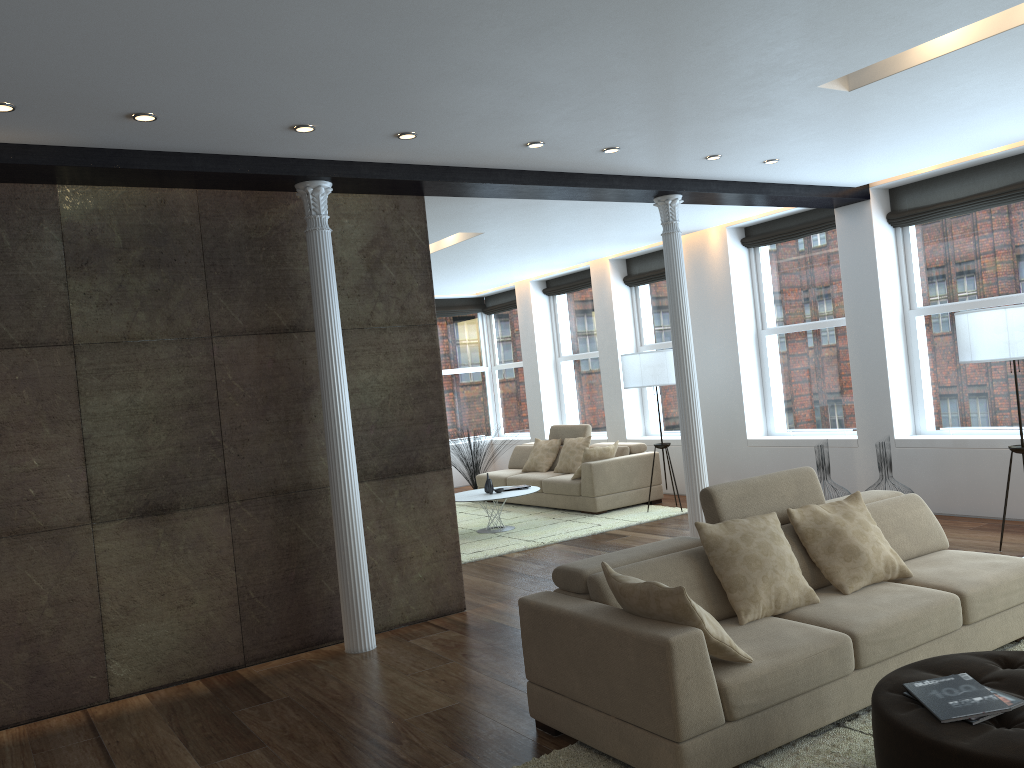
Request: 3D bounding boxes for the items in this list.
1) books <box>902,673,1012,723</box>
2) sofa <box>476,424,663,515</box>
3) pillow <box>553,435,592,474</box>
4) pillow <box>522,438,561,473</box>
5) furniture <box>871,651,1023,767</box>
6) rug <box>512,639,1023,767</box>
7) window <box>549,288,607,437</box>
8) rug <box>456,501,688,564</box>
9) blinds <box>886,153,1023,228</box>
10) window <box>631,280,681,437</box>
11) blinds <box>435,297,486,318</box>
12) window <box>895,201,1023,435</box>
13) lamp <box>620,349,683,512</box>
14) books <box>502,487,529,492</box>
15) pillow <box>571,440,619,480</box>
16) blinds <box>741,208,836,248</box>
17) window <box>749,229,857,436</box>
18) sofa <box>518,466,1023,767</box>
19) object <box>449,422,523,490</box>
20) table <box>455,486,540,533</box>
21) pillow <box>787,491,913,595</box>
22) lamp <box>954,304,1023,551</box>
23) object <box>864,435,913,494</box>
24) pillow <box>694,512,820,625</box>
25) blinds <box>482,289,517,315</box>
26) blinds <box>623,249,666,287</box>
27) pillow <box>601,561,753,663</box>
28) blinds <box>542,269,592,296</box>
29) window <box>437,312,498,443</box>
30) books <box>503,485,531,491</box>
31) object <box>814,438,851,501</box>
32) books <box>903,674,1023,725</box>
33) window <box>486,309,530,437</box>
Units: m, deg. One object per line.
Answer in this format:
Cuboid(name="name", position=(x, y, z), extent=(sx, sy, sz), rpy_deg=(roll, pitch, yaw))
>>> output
Cuboid(name="books", position=(1.449, 1.025, 2.905), extent=(0.220, 0.040, 0.301), rpy_deg=(-6, 0, 2))
Cuboid(name="sofa", position=(0.601, 1.005, 11.003), extent=(1.018, 0.950, 2.581), rpy_deg=(-6, 0, -32))
Cuboid(name="pillow", position=(0.734, 0.861, 10.794), extent=(0.301, 0.439, 0.534), rpy_deg=(-6, 0, -36))
Cuboid(name="pillow", position=(0.391, 0.906, 11.315), extent=(0.368, 0.416, 0.519), rpy_deg=(-6, 0, -37))
Cuboid(name="furniture", position=(1.739, 1.182, 2.873), extent=(1.057, 0.355, 1.057), rpy_deg=(-6, 0, -31))
Cuboid(name="rug", position=(2.486, 1.292, 3.366), extent=(4.231, 0.020, 2.972), rpy_deg=(-6, 0, -32))
Cuboid(name="window", position=(1.050, -0.376, 12.529), extent=(0.123, 2.400, 1.444), rpy_deg=(-6, 0, -32))
Cuboid(name="rug", position=(-0.424, 1.577, 10.340), extent=(2.972, 0.020, 4.231), rpy_deg=(-6, 0, -32))
Cuboid(name="blinds", position=(3.913, -1.678, 7.698), extent=(0.183, 0.395, 1.431), rpy_deg=(-6, 0, -32))
Cuboid(name="window", position=(2.009, -0.471, 11.015), extent=(0.123, 2.400, 1.345), rpy_deg=(-6, 0, -32))
Cuboid(name="blinds", position=(-1.042, -1.227, 14.224), extent=(1.442, 0.312, 0.155), rpy_deg=(-6, 0, -32))
Cuboid(name="window", position=(4.081, -0.676, 7.741), extent=(0.123, 2.400, 1.432), rpy_deg=(-6, 0, -32))
Cuboid(name="lamp", position=(1.597, 0.511, 9.507), extent=(0.698, 1.728, 0.698), rpy_deg=(-6, 0, -9))
Cuboid(name="books", position=(0.028, 1.123, 9.507), extent=(0.300, 0.010, 0.220), rpy_deg=(-6, 0, 3))
Cuboid(name="pillow", position=(0.943, 0.863, 10.025), extent=(0.518, 0.393, 0.395), rpy_deg=(-6, 0, -36))
Cuboid(name="blinds", position=(2.952, -1.643, 9.235), extent=(0.156, 0.275, 1.396), rpy_deg=(-6, 0, -32))
Cuboid(name="window", position=(3.113, -0.580, 9.270), extent=(0.123, 2.400, 1.391), rpy_deg=(-6, 0, -32))
Cuboid(name="sofa", position=(1.376, 0.937, 4.244), extent=(2.581, 0.950, 1.021), rpy_deg=(-6, 0, -32))
Cuboid(name="object", position=(-0.550, 1.069, 12.418), extent=(1.125, 1.014, 1.119), rpy_deg=(-6, 0, 44))
Cuboid(name="table", position=(-0.190, 1.348, 9.371), extent=(1.022, 0.393, 1.022), rpy_deg=(-6, 0, 12))
Cuboid(name="pillow", position=(1.674, 0.786, 4.443), extent=(0.519, 0.416, 0.368), rpy_deg=(-6, 0, -28))
Cuboid(name="lamp", position=(3.621, 0.311, 6.310), extent=(0.698, 1.728, 0.698), rpy_deg=(-6, 0, -9))
Cuboid(name="object", position=(3.218, 0.829, 7.621), extent=(0.458, 0.781, 0.458), rpy_deg=(-6, 0, -33))
Cuboid(name="pillow", position=(1.142, 0.830, 4.118), extent=(0.534, 0.439, 0.301), rpy_deg=(-6, 0, -29))
Cuboid(name="blinds", position=(-0.077, -1.317, 14.024), extent=(0.156, 0.327, 1.377), rpy_deg=(-6, 0, -32))
Cuboid(name="blinds", position=(1.853, -1.475, 10.980), extent=(0.156, 0.393, 1.342), rpy_deg=(-6, 0, -32))
Cuboid(name="pillow", position=(0.633, 0.905, 3.510), extent=(0.395, 0.393, 0.518), rpy_deg=(-6, 0, -29))
Cuboid(name="blinds", position=(0.890, -1.439, 12.492), extent=(0.156, 0.275, 1.442), rpy_deg=(-6, 0, -32))
Cuboid(name="window", position=(-0.969, -0.173, 14.307), extent=(1.474, 2.400, 0.123), rpy_deg=(-6, 0, -32))
Cuboid(name="books", position=(0.028, 1.114, 9.532), extent=(0.300, 0.010, 0.220), rpy_deg=(-6, 0, -17))
Cuboid(name="object", position=(2.787, 0.873, 7.897), extent=(0.458, 0.781, 0.458), rpy_deg=(-6, 0, -33))
Cuboid(name="books", position=(1.475, 1.030, 2.904), extent=(0.219, 0.031, 0.300), rpy_deg=(-6, 0, -17))
Cuboid(name="window", position=(2.025, 0.119, 22.563), extent=(34.761, 17.917, 13.698), rpy_deg=(-6, 0, -32))
